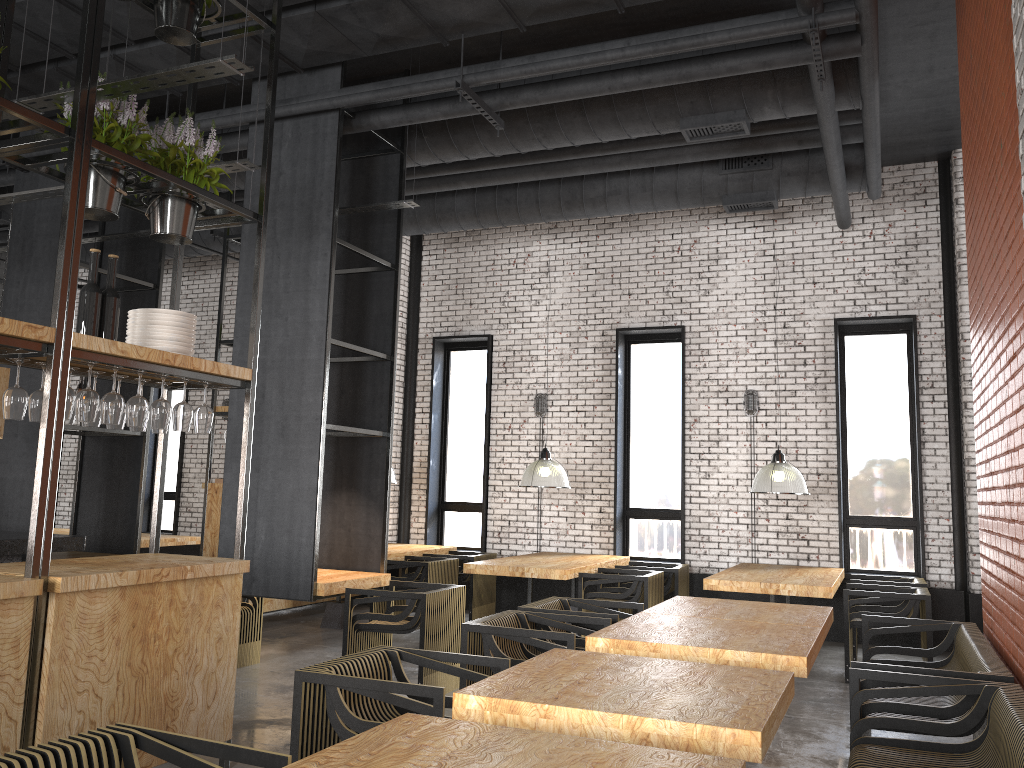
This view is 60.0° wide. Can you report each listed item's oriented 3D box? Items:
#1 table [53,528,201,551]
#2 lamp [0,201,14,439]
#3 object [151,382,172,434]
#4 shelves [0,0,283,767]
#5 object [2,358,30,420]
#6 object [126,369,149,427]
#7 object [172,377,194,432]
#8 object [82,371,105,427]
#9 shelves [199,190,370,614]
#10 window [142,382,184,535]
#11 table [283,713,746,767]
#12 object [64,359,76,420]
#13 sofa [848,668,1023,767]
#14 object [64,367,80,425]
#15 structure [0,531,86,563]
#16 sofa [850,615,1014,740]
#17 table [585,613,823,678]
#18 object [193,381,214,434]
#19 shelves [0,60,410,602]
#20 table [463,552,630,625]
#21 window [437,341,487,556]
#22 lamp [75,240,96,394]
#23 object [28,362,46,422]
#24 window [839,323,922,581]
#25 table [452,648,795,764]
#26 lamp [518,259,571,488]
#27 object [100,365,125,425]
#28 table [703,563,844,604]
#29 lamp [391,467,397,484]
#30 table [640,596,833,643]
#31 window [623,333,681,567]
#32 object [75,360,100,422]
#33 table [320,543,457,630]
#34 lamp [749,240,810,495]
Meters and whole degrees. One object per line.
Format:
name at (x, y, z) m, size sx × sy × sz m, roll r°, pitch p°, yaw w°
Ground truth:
table at (-5.952, 2.262, 11.321) m, size 4.134 × 0.765 × 0.998 m, roll -1°, pitch -8°, yaw 23°
lamp at (-3.237, -0.430, 5.602) m, size 0.127 × 1.551 × 0.127 m, roll -2°, pitch -9°, yaw 23°
object at (-1.853, 0.127, 4.688) m, size 0.101 × 0.268 × 0.100 m, roll 4°, pitch -8°, yaw -13°
shelves at (-2.314, -0.757, 3.258) m, size 0.690 × 5.033 × 3.650 m, roll -2°, pitch -8°, yaw 23°
object at (-2.184, 0.024, 3.908) m, size 0.101 × 0.268 × 0.101 m, roll 6°, pitch -9°, yaw -30°
object at (-1.760, 0.068, 4.174) m, size 0.101 × 0.268 × 0.100 m, roll 4°, pitch -8°, yaw -13°
object at (-1.646, 0.104, 4.443) m, size 0.101 × 0.268 × 0.100 m, roll 4°, pitch -8°, yaw -13°
object at (-2.024, 0.074, 4.285) m, size 0.101 × 0.268 × 0.100 m, roll 4°, pitch -8°, yaw -13°
shelves at (-2.389, 0.070, 10.128) m, size 0.690 × 5.033 × 2.327 m, roll -2°, pitch -9°, yaw 23°
window at (-5.001, 0.880, 13.026) m, size 0.748 × 2.706 × 0.364 m, roll -2°, pitch -9°, yaw 23°
table at (-0.059, 1.304, 1.984) m, size 1.000 × 0.765 × 0.994 m, roll -1°, pitch -8°, yaw 23°
object at (-1.920, 0.018, 3.797) m, size 0.101 × 0.268 × 0.101 m, roll 6°, pitch -9°, yaw -30°
sofa at (1.377, 1.460, 2.800) m, size 0.640 × 0.732 × 1.801 m, roll -2°, pitch -8°, yaw 23°
object at (-2.081, 0.056, 4.151) m, size 0.101 × 0.268 × 0.100 m, roll 4°, pitch -8°, yaw -13°
structure at (-6.140, 1.082, 4.597) m, size 5.875 × 1.538 × 4.299 m, roll -1°, pitch -8°, yaw 23°
sofa at (2.135, 1.698, 4.588) m, size 0.640 × 0.732 × 1.801 m, roll -2°, pitch -8°, yaw 23°
table at (0.992, 1.627, 4.417) m, size 1.000 × 0.765 × 0.994 m, roll -1°, pitch -8°, yaw 23°
object at (-1.589, 0.121, 4.577) m, size 0.101 × 0.268 × 0.100 m, roll 4°, pitch -8°, yaw -13°
shelves at (-3.902, -0.536, 8.056) m, size 6.146 × 4.379 × 1.000 m, roll -1°, pitch -9°, yaw 23°
table at (0.412, 2.151, 8.890) m, size 1.000 × 0.765 × 2.111 m, roll -1°, pitch -8°, yaw 23°
window at (-0.594, 0.783, 11.177) m, size 0.748 × 2.706 × 0.364 m, roll -2°, pitch -9°, yaw 23°
lamp at (-3.868, -0.568, 8.070) m, size 0.108 × 1.603 × 0.108 m, roll 5°, pitch -9°, yaw -20°
object at (-2.134, 0.039, 4.025) m, size 0.101 × 0.268 × 0.101 m, roll 6°, pitch -9°, yaw -30°
window at (3.850, 0.685, 9.312) m, size 0.748 × 2.706 × 0.364 m, roll -2°, pitch -9°, yaw 23°
table at (0.445, 1.461, 3.172) m, size 1.000 × 0.765 × 0.994 m, roll -1°, pitch -8°, yaw 23°
lamp at (0.365, -0.143, 9.159) m, size 0.536 × 2.412 × 0.535 m, roll 6°, pitch -9°, yaw -31°
object at (-1.817, 0.050, 4.040) m, size 0.101 × 0.268 × 0.100 m, roll 4°, pitch -8°, yaw -13°
table at (2.439, 2.106, 8.040) m, size 1.000 × 0.765 × 2.111 m, roll -1°, pitch -8°, yaw 23°
lamp at (-1.502, -0.102, 9.943) m, size 0.536 × 2.412 × 0.535 m, roll 6°, pitch -9°, yaw -31°
table at (1.380, 1.749, 5.331) m, size 1.000 × 0.765 × 0.994 m, roll -1°, pitch -8°, yaw 23°
window at (1.637, 0.734, 10.241) m, size 0.748 × 2.706 × 0.364 m, roll -2°, pitch -9°, yaw 23°
object at (-1.870, 0.033, 3.914) m, size 0.101 × 0.268 × 0.101 m, roll 6°, pitch -9°, yaw -30°
table at (-1.536, 2.194, 9.707) m, size 1.000 × 0.765 × 2.111 m, roll -1°, pitch -8°, yaw 23°
lamp at (2.477, -0.189, 8.273) m, size 0.536 × 2.412 × 0.535 m, roll 6°, pitch -9°, yaw -31°
